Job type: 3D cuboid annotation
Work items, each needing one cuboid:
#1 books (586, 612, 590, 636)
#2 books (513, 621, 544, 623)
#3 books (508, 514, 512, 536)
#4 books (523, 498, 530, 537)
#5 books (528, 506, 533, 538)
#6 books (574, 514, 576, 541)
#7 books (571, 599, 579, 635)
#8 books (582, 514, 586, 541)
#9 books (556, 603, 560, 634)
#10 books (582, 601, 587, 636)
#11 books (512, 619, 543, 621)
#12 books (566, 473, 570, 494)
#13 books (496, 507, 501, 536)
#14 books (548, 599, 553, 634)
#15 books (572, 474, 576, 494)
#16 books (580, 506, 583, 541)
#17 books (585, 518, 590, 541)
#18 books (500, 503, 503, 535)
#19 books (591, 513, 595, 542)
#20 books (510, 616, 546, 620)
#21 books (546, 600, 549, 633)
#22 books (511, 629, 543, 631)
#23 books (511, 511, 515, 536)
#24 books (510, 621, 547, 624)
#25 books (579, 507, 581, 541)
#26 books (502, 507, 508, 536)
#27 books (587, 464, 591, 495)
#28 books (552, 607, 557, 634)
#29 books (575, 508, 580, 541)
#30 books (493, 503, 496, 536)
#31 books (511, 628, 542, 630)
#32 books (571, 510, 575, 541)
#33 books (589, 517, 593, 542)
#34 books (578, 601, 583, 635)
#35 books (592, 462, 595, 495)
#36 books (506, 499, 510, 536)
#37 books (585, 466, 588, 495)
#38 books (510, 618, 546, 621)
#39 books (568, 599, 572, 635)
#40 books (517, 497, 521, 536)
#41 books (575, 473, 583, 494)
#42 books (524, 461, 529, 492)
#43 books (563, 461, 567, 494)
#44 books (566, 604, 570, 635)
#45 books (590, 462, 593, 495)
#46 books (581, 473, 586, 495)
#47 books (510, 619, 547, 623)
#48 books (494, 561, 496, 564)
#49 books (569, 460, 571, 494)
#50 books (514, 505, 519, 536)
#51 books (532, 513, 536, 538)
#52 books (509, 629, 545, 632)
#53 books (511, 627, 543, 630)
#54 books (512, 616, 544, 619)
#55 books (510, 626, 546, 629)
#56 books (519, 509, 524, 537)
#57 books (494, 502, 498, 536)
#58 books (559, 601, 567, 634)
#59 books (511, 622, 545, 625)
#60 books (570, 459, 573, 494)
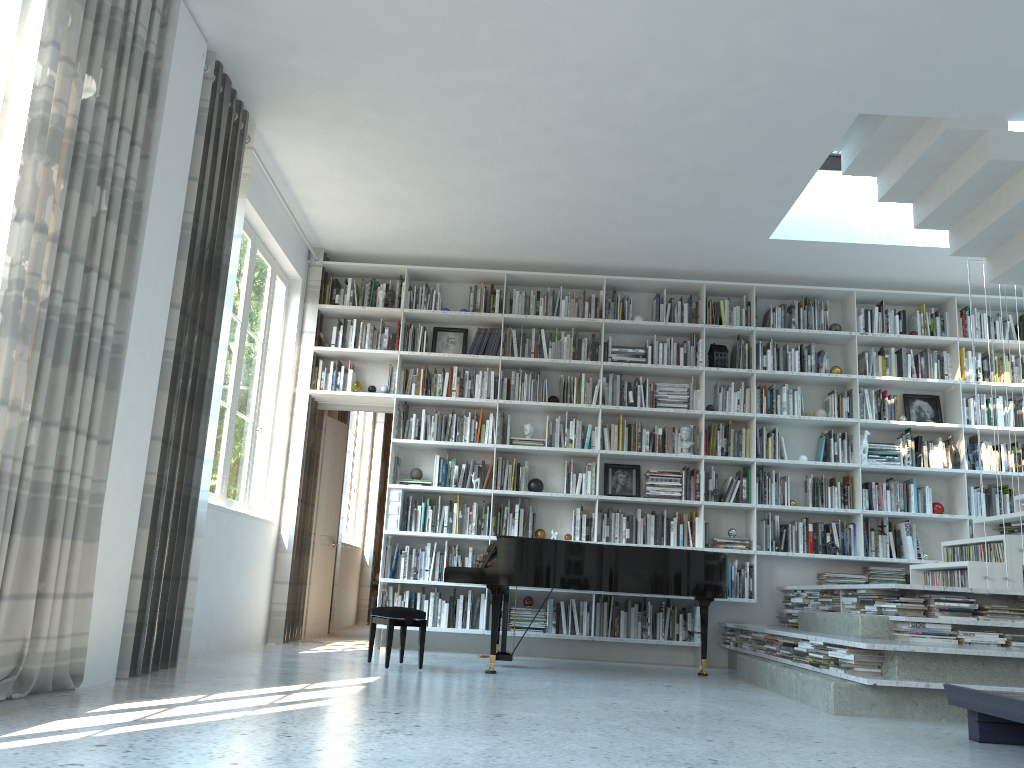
[{"bbox_3d":[0.594,1.904,7.049,0.024,0.179,0.172,3,-13,1],"label":"books"},{"bbox_3d":[0.126,1.892,7.062,0.254,0.007,0.161,3,-13,2],"label":"books"},{"bbox_3d":[-0.014,1.160,7.218,0.024,0.195,0.157,3,-13,1],"label":"books"},{"bbox_3d":[0.116,1.101,7.224,0.050,0.327,0.167,3,-13,1],"label":"books"},{"bbox_3d":[0.153,1.135,7.215,0.027,0.260,0.164,3,-13,1],"label":"books"},{"bbox_3d":[0.507,1.176,7.228,0.015,0.225,0.148,3,-13,1],"label":"books"},{"bbox_3d":[0.499,1.853,7.061,0.073,0.275,0.181,3,-13,1],"label":"books"},{"bbox_3d":[0.580,1.179,7.210,0.029,0.220,0.153,3,-13,1],"label":"books"},{"bbox_3d":[0.363,1.866,7.067,0.028,0.237,0.136,3,-13,1],"label":"books"},{"bbox_3d":[0.573,1.860,7.041,0.024,0.259,0.190,3,-13,1],"label":"books"},{"bbox_3d":[0.127,1.879,7.065,0.254,0.007,0.161,3,-13,2],"label":"books"},{"bbox_3d":[0.453,0.832,7.288,0.025,0.185,0.154,3,-13,1],"label":"books"},{"bbox_3d":[-0.107,1.133,7.220,0.030,0.238,0.157,3,-13,1],"label":"books"},{"bbox_3d":[0.305,1.850,7.072,0.031,0.265,0.145,3,-13,1],"label":"books"},{"bbox_3d":[0.503,0.840,7.301,0.030,0.182,0.155,3,-13,1],"label":"books"},{"bbox_3d":[0.560,1.146,7.226,0.014,0.290,0.132,3,-13,1],"label":"books"},{"bbox_3d":[0.609,1.198,7.226,0.031,0.194,0.142,3,-13,1],"label":"books"},{"bbox_3d":[-0.085,1.116,7.216,0.012,0.272,0.181,3,-13,1],"label":"books"},{"bbox_3d":[0.659,1.180,7.243,0.019,0.241,0.107,3,-13,1],"label":"books"},{"bbox_3d":[0.128,1.866,7.071,0.285,0.007,0.160,3,-13,1],"label":"books"},{"bbox_3d":[0.283,1.851,7.056,0.012,0.253,0.161,3,-13,1],"label":"books"},{"bbox_3d":[0.121,1.951,7.042,0.254,0.007,0.161,2,-13,5],"label":"books"},{"bbox_3d":[0.010,1.151,7.216,0.021,0.214,0.172,3,-13,1],"label":"books"},{"bbox_3d":[0.126,1.897,7.054,0.285,0.007,0.160,4,-13,-3],"label":"books"},{"bbox_3d":[0.548,1.152,7.229,0.010,0.276,0.156,3,-13,1],"label":"books"},{"bbox_3d":[-0.059,1.131,7.221,0.042,0.247,0.163,3,-13,1],"label":"books"},{"bbox_3d":[0.627,0.801,7.295,0.027,0.269,0.178,3,-13,1],"label":"books"},{"bbox_3d":[0.334,1.879,7.052,0.029,0.201,0.178,3,-13,1],"label":"books"},{"bbox_3d":[0.529,1.152,7.215,0.027,0.268,0.159,3,-13,1],"label":"books"},{"bbox_3d":[-0.141,1.116,7.237,0.013,0.275,0.147,3,-13,1],"label":"books"},{"bbox_3d":[0.122,1.946,7.052,0.254,0.007,0.161,3,-13,1],"label":"books"},{"bbox_3d":[0.495,1.160,7.223,0.012,0.253,0.161,3,-13,1],"label":"books"},{"bbox_3d":[0.636,1.193,7.214,0.024,0.200,0.159,3,-13,1],"label":"books"},{"bbox_3d":[0.548,1.867,7.072,0.025,0.258,0.133,3,-13,1],"label":"books"},{"bbox_3d":[0.662,0.795,7.289,0.021,0.281,0.162,3,-13,1],"label":"books"},{"bbox_3d":[-0.029,1.101,7.226,0.014,0.312,0.166,3,-13,1],"label":"books"},{"bbox_3d":[0.606,0.810,7.286,0.012,0.244,0.171,3,-13,1],"label":"books"},{"bbox_3d":[0.127,1.872,7.067,0.285,0.007,0.160,3,-13,2],"label":"books"},{"bbox_3d":[0.456,1.848,7.049,0.012,0.274,0.180,3,-13,1],"label":"books"},{"bbox_3d":[0.057,1.098,7.250,0.013,0.338,0.138,3,-13,1],"label":"books"},{"bbox_3d":[0.547,0.836,7.286,0.057,0.188,0.156,3,-13,1],"label":"books"},{"bbox_3d":[0.117,0.778,7.313,0.028,0.265,0.145,3,-13,1],"label":"books"},{"bbox_3d":[0.437,0.784,7.303,0.012,0.284,0.160,3,-13,1],"label":"books"},{"bbox_3d":[0.444,1.870,7.052,0.011,0.231,0.174,3,-13,1],"label":"books"},{"bbox_3d":[0.646,0.795,7.286,0.011,0.278,0.188,3,-13,1],"label":"books"},{"bbox_3d":[0.587,0.839,7.290,0.024,0.187,0.173,3,-13,1],"label":"books"},{"bbox_3d":[0.126,1.884,7.055,0.285,0.007,0.160,4,-13,-4],"label":"books"},{"bbox_3d":[-0.134,1.510,7.147,0.026,0.212,0.140,3,-13,1],"label":"books"},{"bbox_3d":[0.474,0.784,7.310,0.011,0.291,0.156,3,-13,1],"label":"books"},{"bbox_3d":[0.035,1.125,7.218,0.027,0.268,0.185,3,-13,1],"label":"books"},{"bbox_3d":[0.176,1.164,7.224,0.023,0.211,0.160,3,-13,1],"label":"books"},{"bbox_3d":[0.121,1.960,7.050,0.285,0.007,0.160,3,-13,1],"label":"books"},{"bbox_3d":[0.122,1.939,7.052,0.254,0.007,0.161,3,-13,2],"label":"books"},{"bbox_3d":[0.125,1.860,7.072,0.254,0.005,0.161,3,-13,1],"label":"books"},{"bbox_3d":[0.122,1.931,7.047,0.285,0.007,0.160,4,-13,-3],"label":"books"},{"bbox_3d":[0.075,1.145,7.231,0.029,0.240,0.136,3,-13,1],"label":"books"},{"bbox_3d":[-0.127,1.111,7.228,0.013,0.282,0.147,3,-13,1],"label":"books"},{"bbox_3d":[0.407,1.858,7.057,0.062,0.252,0.178,3,-13,1],"label":"books"},{"bbox_3d":[0.125,1.904,7.053,0.254,0.007,0.161,4,-13,-3],"label":"books"},{"bbox_3d":[0.485,0.781,7.308,0.012,0.297,0.166,3,-13,1],"label":"books"}]
